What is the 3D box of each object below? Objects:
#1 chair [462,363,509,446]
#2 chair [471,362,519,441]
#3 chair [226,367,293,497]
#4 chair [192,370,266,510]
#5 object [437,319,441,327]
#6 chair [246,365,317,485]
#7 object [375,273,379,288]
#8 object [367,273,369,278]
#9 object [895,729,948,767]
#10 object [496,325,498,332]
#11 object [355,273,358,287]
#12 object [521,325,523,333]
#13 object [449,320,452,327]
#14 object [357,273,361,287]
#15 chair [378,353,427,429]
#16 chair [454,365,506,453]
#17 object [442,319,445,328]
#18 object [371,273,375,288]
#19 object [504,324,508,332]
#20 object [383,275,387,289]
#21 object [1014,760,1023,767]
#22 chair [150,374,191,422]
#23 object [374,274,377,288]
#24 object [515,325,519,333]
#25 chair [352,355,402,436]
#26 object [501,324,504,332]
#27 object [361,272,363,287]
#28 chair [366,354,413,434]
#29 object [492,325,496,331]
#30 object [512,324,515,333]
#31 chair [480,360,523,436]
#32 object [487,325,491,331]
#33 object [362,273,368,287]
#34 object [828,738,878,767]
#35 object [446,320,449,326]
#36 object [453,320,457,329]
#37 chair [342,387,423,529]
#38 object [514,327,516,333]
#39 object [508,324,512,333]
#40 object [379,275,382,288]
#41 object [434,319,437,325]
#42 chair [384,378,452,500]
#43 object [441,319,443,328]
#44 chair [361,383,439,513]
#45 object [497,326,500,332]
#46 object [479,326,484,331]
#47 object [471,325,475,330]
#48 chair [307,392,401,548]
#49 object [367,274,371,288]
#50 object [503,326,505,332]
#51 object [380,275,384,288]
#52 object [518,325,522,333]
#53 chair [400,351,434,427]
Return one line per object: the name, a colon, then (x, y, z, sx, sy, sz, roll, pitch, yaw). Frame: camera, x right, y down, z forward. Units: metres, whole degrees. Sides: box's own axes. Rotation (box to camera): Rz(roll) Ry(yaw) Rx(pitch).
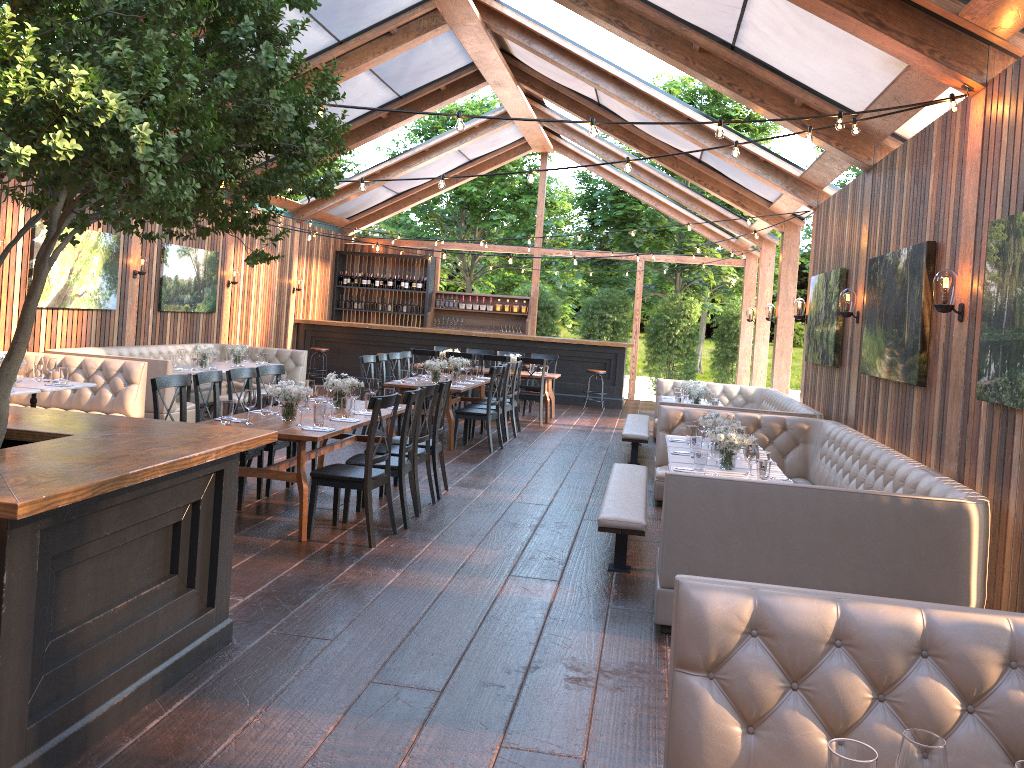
chair: (-0.326, 0.236, 11.313, 0.540, 1.019, 0.478, 4, 1, 6)
chair: (-0.214, 0.203, 11.849, 0.540, 1.019, 0.477, 4, 1, 14)
chair: (-2.173, 0.391, 7.566, 0.540, 1.019, 0.477, 4, 1, 9)
chair: (-2.260, 0.427, 7.013, 0.540, 1.019, 0.478, 4, 1, 4)
object: (-1.616, -1.344, 19.560, 0.070, 0.185, 0.070, 4, 1, 13)
chair: (-2.085, 0.355, 8.119, 0.540, 1.019, 0.477, 4, 1, 14)
object: (-3.010, -2.309, 19.775, 0.087, 0.334, 0.087, 4, 1, -11)
object: (-3.268, -2.340, 20.000, 0.081, 0.324, 0.081, 4, 1, -13)
object: (0.742, 0.765, 1.611, 0.092, 0.244, 0.092, 3, 1, -33)
object: (-0.317, -1.231, 19.642, 0.097, 0.134, 0.097, 4, 2, -5)
object: (-3.491, -2.341, 19.886, 0.078, 0.312, 0.078, 4, 1, 4)
object: (0.193, -1.197, 19.336, 0.073, 0.181, 0.074, 4, 1, -17)
object: (-1.357, -1.322, 19.511, 0.070, 0.185, 0.070, 4, 1, 13)
object: (-3.417, -2.327, 19.831, 0.075, 0.302, 0.075, 4, 1, 26)
chair: (-1.462, 0.100, 12.046, 0.540, 1.019, 0.477, 4, 1, 14)
chair: (-0.386, 0.275, 10.748, 0.540, 1.019, 0.477, 4, 1, 17)
object: (-1.520, -1.336, 19.546, 0.070, 0.185, 0.070, 4, 1, 13)
object: (-3.112, -2.313, 19.785, 0.081, 0.324, 0.081, 4, 1, -13)
object: (-0.136, -1.218, 19.308, 0.073, 0.181, 0.074, 4, 1, -17)
object: (-2.831, -2.283, 19.740, 0.077, 0.309, 0.077, 4, 1, -13)
object: (0.892, 0.783, 1.515, 0.092, 0.244, 0.092, 3, 1, -33)
chair: (-2.348, 0.463, 6.459, 0.540, 1.019, 0.477, 4, 1, 9)
object: (-3.055, -2.312, 19.900, 0.136, 0.315, 0.136, 3, 1, -29)
object: (0.109, -1.200, 19.295, 0.073, 0.181, 0.074, 4, 1, -17)
chair: (-1.638, 0.172, 10.940, 0.540, 1.019, 0.477, 4, 1, 9)
object: (-0.213, -1.225, 19.330, 0.073, 0.181, 0.074, 4, 1, -17)
object: (-3.396, -2.352, 19.974, 0.087, 0.334, 0.087, 4, 1, -11)
chair: (-1.550, 0.136, 11.493, 0.540, 1.019, 0.478, 4, 1, 4)
object: (-0.398, -1.228, 19.534, 0.097, 0.134, 0.097, 4, 2, -5)
object: (0.028, -1.205, 19.291, 0.073, 0.181, 0.074, 4, 1, -17)
chair: (-0.132, 0.167, 12.403, 0.540, 1.019, 0.477, 4, 1, 9)
object: (-0.518, -1.239, 19.560, 0.097, 0.134, 0.097, 4, 2, -5)
object: (-3.303, -2.328, 19.879, 0.136, 0.315, 0.136, 3, 1, -29)
object: (0.661, 0.793, 1.731, 0.092, 0.158, 0.092, 4, 1, -5)
object: (-1.431, -1.330, 19.552, 0.070, 0.185, 0.070, 4, 1, 13)
object: (-1.261, -1.315, 19.510, 0.070, 0.185, 0.070, 4, 1, 13)
chair: (-0.978, 0.533, 6.808, 0.540, 1.019, 0.478, 4, 1, 4)
object: (0.052, -1.193, 19.490, 0.097, 0.134, 0.097, 4, 2, -5)
object: (-0.053, -1.212, 19.304, 0.073, 0.181, 0.074, 4, 1, -17)
object: (-2.938, -2.305, 19.941, 0.077, 0.309, 0.077, 4, 1, -13)
object: (-1.700, -1.351, 19.580, 0.070, 0.185, 0.070, 4, 1, 13)
chair: (-0.826, 0.459, 7.919, 0.540, 1.019, 0.478, 4, 1, 4)
object: (-1.541, -1.345, 19.642, 0.070, 0.185, 0.070, 4, 1, 13)
chair: (-0.914, 0.495, 7.366, 0.540, 1.019, 0.477, 4, 1, 12)
object: (-0.285, -1.220, 19.534, 0.097, 0.134, 0.097, 4, 2, -5)
object: (-0.671, -1.235, 19.596, 0.124, 0.096, 0.124, 5, 3, 20)
object: (-0.886, -1.262, 19.756, 0.124, 0.096, 0.124, 5, 3, 20)
chair: (-1.101, 0.566, 6.261, 0.540, 1.019, 0.477, 4, 1, 14)
object: (-3.197, -2.313, 19.826, 0.077, 0.307, 0.077, 4, 1, 25)
object: (-0.180, -1.211, 19.510, 0.097, 0.134, 0.097, 4, 2, -5)
object: (-2.913, -2.294, 19.799, 0.078, 0.312, 0.078, 4, 1, 4)
object: (0.174, -1.192, 19.256, 0.073, 0.181, 0.074, 4, 1, -17)
chair: (-1.374, 0.064, 12.600, 0.540, 1.019, 0.477, 4, 1, 9)
